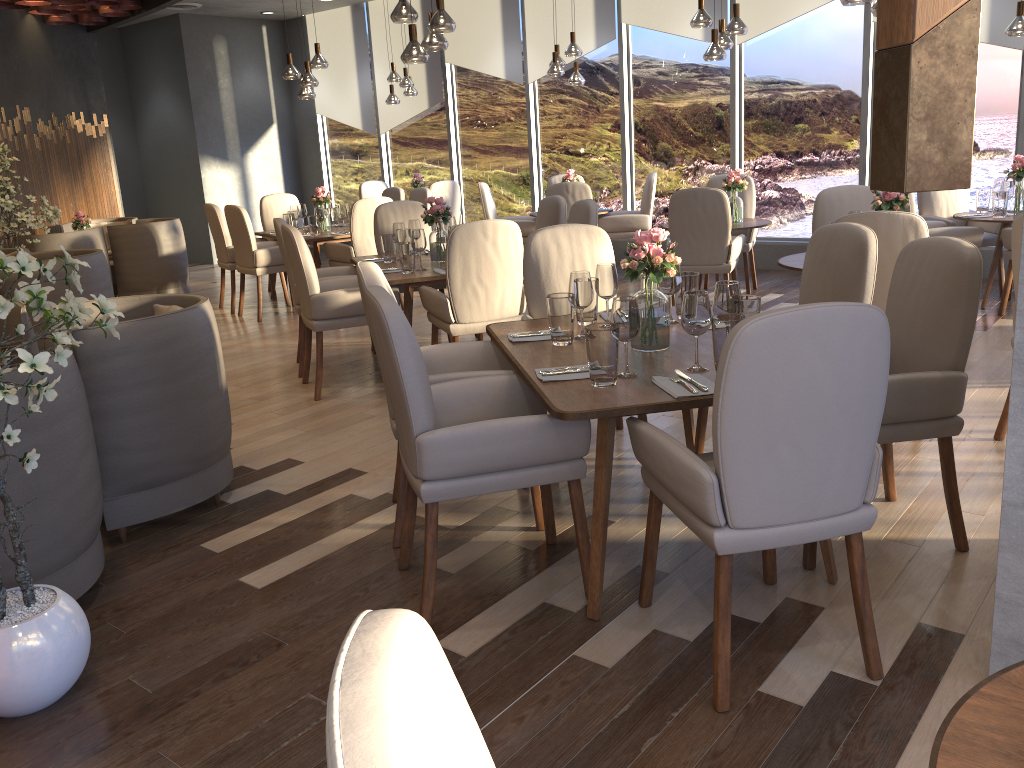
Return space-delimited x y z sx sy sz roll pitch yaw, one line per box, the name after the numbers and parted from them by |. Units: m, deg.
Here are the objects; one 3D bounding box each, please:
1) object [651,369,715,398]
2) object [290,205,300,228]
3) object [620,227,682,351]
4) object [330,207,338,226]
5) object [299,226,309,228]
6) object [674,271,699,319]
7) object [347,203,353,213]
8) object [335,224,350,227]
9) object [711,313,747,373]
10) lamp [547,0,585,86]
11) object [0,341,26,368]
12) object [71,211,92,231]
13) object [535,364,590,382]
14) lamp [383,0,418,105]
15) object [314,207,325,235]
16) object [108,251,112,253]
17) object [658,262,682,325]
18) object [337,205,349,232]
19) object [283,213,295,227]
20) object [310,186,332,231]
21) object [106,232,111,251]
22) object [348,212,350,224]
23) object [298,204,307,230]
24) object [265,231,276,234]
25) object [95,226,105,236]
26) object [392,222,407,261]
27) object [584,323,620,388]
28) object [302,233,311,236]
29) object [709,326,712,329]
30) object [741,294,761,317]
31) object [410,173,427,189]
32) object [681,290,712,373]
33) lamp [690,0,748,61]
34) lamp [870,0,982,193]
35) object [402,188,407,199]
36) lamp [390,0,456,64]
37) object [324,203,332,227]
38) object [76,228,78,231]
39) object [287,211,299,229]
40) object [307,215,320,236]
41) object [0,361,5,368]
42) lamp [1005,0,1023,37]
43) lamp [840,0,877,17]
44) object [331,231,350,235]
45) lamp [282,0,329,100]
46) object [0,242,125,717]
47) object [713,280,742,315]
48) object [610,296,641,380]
0.505 -0.007 2.583 0.157 0.019 0.257 -6 16 -10 | object
-2.054 -1.568 8.404 0.092 0.242 0.093 -1 14 9 | object
0.468 -0.321 3.004 0.210 0.412 0.199 1 15 17 | object
-1.780 -1.663 8.813 0.102 0.177 0.103 -11 16 -27 | object
-2.018 -1.558 8.784 0.158 0.019 0.256 -13 18 -31 | object
0.684 -0.347 3.480 0.102 0.177 0.103 -4 14 -2 | object
-1.487 -1.558 8.244 0.092 0.242 0.093 -7 14 -14 | object
-1.643 -1.567 8.732 0.256 0.019 0.158 -14 18 -33 | object
0.646 -0.113 2.640 0.102 0.177 0.103 -7 15 -14 | object
0.485 -3.520 8.403 0.440 1.316 0.442 5 16 31 | lamp
-1.931 -0.068 3.438 0.102 0.177 0.103 -4 14 -3 | object
-4.167 -1.473 8.600 0.198 0.412 0.211 -11 16 -27 | object
0.203 -0.043 2.782 0.255 0.019 0.158 -5 15 -6 | object
-1.306 -3.879 10.107 0.440 1.316 0.442 7 18 37 | lamp
-1.720 -1.462 7.946 0.092 0.242 0.093 -12 16 -29 | object
-3.887 -1.296 8.636 0.255 0.019 0.158 -4 15 -2 | object
0.606 -0.353 3.397 0.092 0.242 0.093 8 18 38 | object
-1.537 -1.505 8.061 0.092 0.242 0.092 -13 17 -33 | object
-2.088 -1.506 8.312 0.102 0.177 0.103 -8 15 -16 | object
-1.775 -1.641 8.301 0.211 0.412 0.198 -14 18 -37 | object
-3.949 -1.411 8.769 0.102 0.177 0.103 -5 14 -6 | object
-1.430 -1.472 8.039 0.102 0.177 0.103 -12 16 -30 | object
-2.028 -1.622 8.596 0.092 0.242 0.093 -11 16 -28 | object
-2.213 -1.450 8.433 0.256 0.019 0.158 -13 18 -32 | object
-4.035 -1.419 8.695 0.092 0.242 0.093 2 15 22 | object
-0.732 -0.931 5.797 0.092 0.242 0.093 5 16 30 | object
0.269 -0.084 2.616 0.102 0.177 0.103 1 15 19 | object
-1.880 -1.344 7.975 0.256 0.019 0.158 -13 18 -32 | object
0.763 -0.235 3.352 0.255 0.019 0.158 -6 15 -8 | object
0.769 -0.200 2.928 0.102 0.177 0.103 -4 14 -2 | object
-1.112 -2.309 10.584 0.198 0.412 0.211 -11 16 -27 | object
0.563 -0.160 2.704 0.092 0.242 0.093 -11 16 -29 | object
1.509 -3.054 6.478 0.440 1.316 0.441 9 18 40 | lamp
0.733 -1.048 0.488 1.161 1.917 0.119 -5 14 -5 | lamp
-1.297 -2.215 10.602 0.092 0.242 0.093 -7 14 -15 | object
-0.560 -2.587 5.243 0.440 1.316 0.441 10 19 43 | lamp
-1.815 -1.665 8.705 0.092 0.242 0.093 4 16 29 | object
-4.263 -1.419 8.745 0.092 0.242 0.093 -11 16 -28 | object
-2.129 -1.595 8.642 0.102 0.177 0.103 6 17 33 | object
-1.754 -1.401 7.854 0.102 0.177 0.103 0 14 13 | object
-1.812 0.017 3.102 0.102 0.177 0.103 -10 16 -24 | object
3.509 -3.004 5.853 0.439 1.316 0.443 -2 14 7 | lamp
1.765 -2.463 4.273 0.441 1.316 0.441 -16 19 -42 | lamp
-1.520 -1.353 7.926 0.158 0.019 0.256 -15 19 -35 | object
-1.890 -3.239 7.909 0.439 1.316 0.442 -6 14 -11 | lamp
-1.340 0.084 2.165 0.791 1.604 0.750 10 20 44 | object
0.691 -0.207 2.845 0.092 0.242 0.093 1 15 17 | object
0.345 -0.140 2.681 0.092 0.242 0.093 6 17 34 | object
